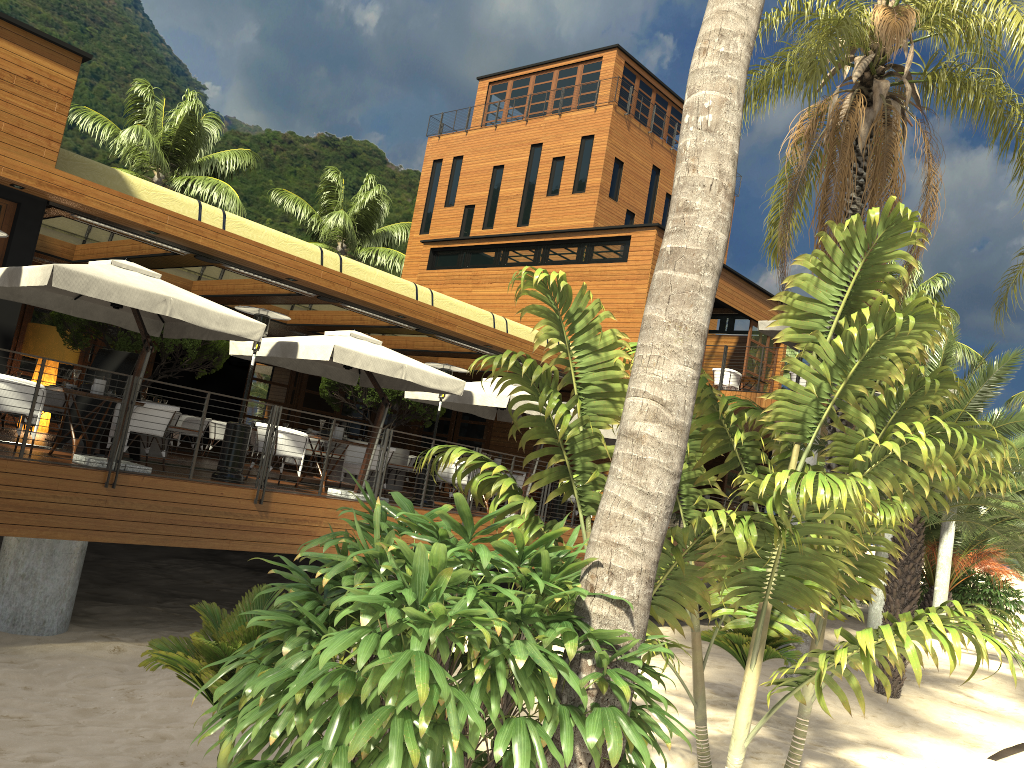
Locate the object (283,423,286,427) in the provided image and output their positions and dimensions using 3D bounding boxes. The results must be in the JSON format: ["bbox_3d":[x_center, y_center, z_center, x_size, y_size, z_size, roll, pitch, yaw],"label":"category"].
[{"bbox_3d":[-4.888,0.959,19.023,0.082,0.227,0.082,15,-9,-36],"label":"object"}]

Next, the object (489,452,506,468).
[{"bbox_3d":[-0.261,1.291,14.866,0.263,0.264,0.263,10,-7,-3],"label":"object"}]

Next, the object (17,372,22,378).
[{"bbox_3d":[-8.211,-0.089,14.740,0.082,0.227,0.082,11,-7,-7],"label":"object"}]

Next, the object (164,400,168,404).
[{"bbox_3d":[-6.502,0.412,16.596,0.082,0.227,0.082,15,-9,-38],"label":"object"}]

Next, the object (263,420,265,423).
[{"bbox_3d":[-5.285,0.875,18.891,0.082,0.227,0.082,14,-8,-30],"label":"object"}]

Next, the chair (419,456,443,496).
[{"bbox_3d":[-1.800,2.002,19.235,0.616,0.790,0.626,10,-7,-2],"label":"chair"}]

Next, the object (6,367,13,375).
[{"bbox_3d":[-8.389,-0.158,14.528,0.263,0.264,0.263,11,-7,-13],"label":"object"}]

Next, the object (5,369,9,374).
[{"bbox_3d":[-8.188,-0.132,14.303,0.082,0.227,0.082,13,-8,-24],"label":"object"}]

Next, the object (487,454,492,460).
[{"bbox_3d":[-0.402,1.327,15.275,0.082,0.227,0.082,3,-10,42],"label":"object"}]

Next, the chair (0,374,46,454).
[{"bbox_3d":[-5.365,0.297,9.339,0.628,0.790,0.615,4,-9,42],"label":"chair"}]

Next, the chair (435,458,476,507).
[{"bbox_3d":[-0.977,1.614,14.403,0.628,0.790,0.615,4,-9,42],"label":"chair"}]

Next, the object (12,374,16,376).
[{"bbox_3d":[-8.064,-0.080,14.332,0.163,0.179,0.167,11,-7,-10],"label":"object"}]

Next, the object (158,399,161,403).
[{"bbox_3d":[-6.752,0.406,16.941,0.082,0.227,0.082,17,-10,-43],"label":"object"}]

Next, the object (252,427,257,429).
[{"bbox_3d":[-5.358,0.925,18.495,0.170,0.025,0.294,13,-7,-26],"label":"object"}]

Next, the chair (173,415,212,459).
[{"bbox_3d":[-6.183,0.998,17.028,0.615,0.790,0.627,16,-9,-42],"label":"chair"}]

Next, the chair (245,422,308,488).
[{"bbox_3d":[-3.167,0.957,11.876,0.628,0.790,0.615,4,-9,42],"label":"chair"}]

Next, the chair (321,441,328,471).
[{"bbox_3d":[-4.228,1.771,20.978,0.616,0.790,0.626,10,-7,-2],"label":"chair"}]

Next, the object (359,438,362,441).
[{"bbox_3d":[-3.602,1.391,20.924,0.082,0.227,0.082,11,-7,-10],"label":"object"}]

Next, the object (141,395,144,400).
[{"bbox_3d":[-6.860,0.324,16.358,0.082,0.227,0.082,5,-9,34],"label":"object"}]

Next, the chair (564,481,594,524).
[{"bbox_3d":[1.212,2.272,16.929,0.628,0.790,0.615,4,-9,42],"label":"chair"}]

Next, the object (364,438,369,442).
[{"bbox_3d":[-3.371,1.436,21.111,0.263,0.264,0.263,10,-7,0],"label":"object"}]

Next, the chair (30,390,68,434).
[{"bbox_3d":[-7.595,0.492,14.649,0.616,0.790,0.627,12,-7,-17],"label":"chair"}]

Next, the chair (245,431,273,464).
[{"bbox_3d":[-5.493,1.381,19.423,0.626,0.790,0.616,13,-8,-27],"label":"chair"}]

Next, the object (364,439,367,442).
[{"bbox_3d":[-3.540,1.447,21.341,0.082,0.227,0.082,11,-7,-5],"label":"object"}]

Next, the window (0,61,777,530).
[{"bbox_3d":[0.347,-5.779,25.003,14.500,18.004,38.302,8,-7,19],"label":"window"}]

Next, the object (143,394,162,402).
[{"bbox_3d":[-6.777,0.354,16.647,0.263,0.264,0.263,3,-10,45],"label":"object"}]

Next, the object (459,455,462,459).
[{"bbox_3d":[-1.121,1.629,19.164,0.082,0.227,0.082,9,-7,4],"label":"object"}]

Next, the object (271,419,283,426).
[{"bbox_3d":[-5.023,0.889,18.741,0.263,0.264,0.263,14,-8,-31],"label":"object"}]

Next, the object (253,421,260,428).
[{"bbox_3d":[-5.402,0.874,18.818,0.162,0.179,0.168,13,-8,-28],"label":"object"}]

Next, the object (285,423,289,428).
[{"bbox_3d":[-4.745,0.941,18.636,0.082,0.227,0.082,14,-8,-30],"label":"object"}]

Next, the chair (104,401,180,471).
[{"bbox_3d":[-4.351,0.597,10.472,0.628,0.790,0.615,4,-9,42],"label":"chair"}]

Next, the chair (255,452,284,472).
[{"bbox_3d":[-4.824,1.330,17.900,0.626,0.790,0.616,13,-8,-27],"label":"chair"}]

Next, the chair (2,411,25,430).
[{"bbox_3d":[-8.614,0.384,15.283,0.627,0.790,0.616,12,-7,-17],"label":"chair"}]

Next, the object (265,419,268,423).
[{"bbox_3d":[-5.132,0.857,18.479,0.082,0.227,0.082,15,-9,-36],"label":"object"}]

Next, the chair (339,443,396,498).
[{"bbox_3d":[-2.115,1.269,13.052,0.628,0.790,0.615,4,-9,42],"label":"chair"}]

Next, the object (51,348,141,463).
[{"bbox_3d":[-5.279,0.249,11.594,0.769,1.400,0.769,6,-8,26],"label":"object"}]

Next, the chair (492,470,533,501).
[{"bbox_3d":[0.036,1.915,15.535,0.628,0.790,0.615,4,-9,42],"label":"chair"}]

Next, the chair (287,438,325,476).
[{"bbox_3d":[-4.384,1.524,18.974,0.615,0.790,0.627,13,-8,-27],"label":"chair"}]

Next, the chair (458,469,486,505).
[{"bbox_3d":[-0.860,2.075,18.419,0.627,0.790,0.615,10,-7,-2],"label":"chair"}]

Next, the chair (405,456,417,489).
[{"bbox_3d":[-2.629,2.053,21.014,0.616,0.790,0.626,10,-7,-2],"label":"chair"}]

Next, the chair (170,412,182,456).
[{"bbox_3d":[-6.330,0.846,15.870,0.626,0.790,0.617,16,-9,-42],"label":"chair"}]

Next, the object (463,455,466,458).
[{"bbox_3d":[-1.063,1.683,19.569,0.082,0.227,0.082,11,-7,-13],"label":"object"}]

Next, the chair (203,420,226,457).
[{"bbox_3d":[-6.010,1.162,18.248,0.615,0.790,0.627,13,-8,-27],"label":"chair"}]
